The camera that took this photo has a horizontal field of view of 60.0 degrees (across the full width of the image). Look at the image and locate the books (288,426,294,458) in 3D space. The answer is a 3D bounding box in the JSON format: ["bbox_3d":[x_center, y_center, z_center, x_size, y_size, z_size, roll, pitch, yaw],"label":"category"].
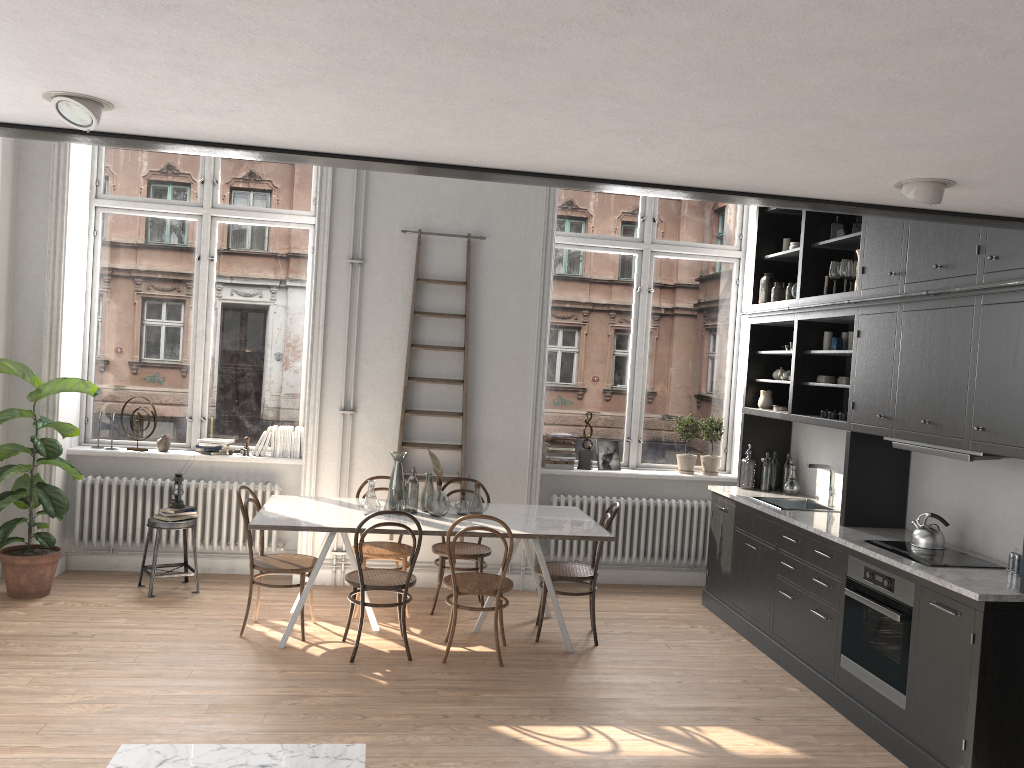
[{"bbox_3d":[-1.788,0.467,7.165,0.019,0.244,0.174,3,2,-8],"label":"books"}]

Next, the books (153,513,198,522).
[{"bbox_3d":[-2.471,0.970,6.518,0.194,0.034,0.246,4,2,32],"label":"books"}]

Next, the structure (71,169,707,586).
[{"bbox_3d":[-0.668,-0.634,7.035,5.182,4.475,0.340,3,2,-8],"label":"structure"}]

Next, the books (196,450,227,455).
[{"bbox_3d":[-2.395,0.542,7.071,0.221,0.023,0.147,5,2,41],"label":"books"}]

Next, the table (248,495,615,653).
[{"bbox_3d":[-0.551,1.252,5.877,2.200,0.780,1.100,3,2,-8],"label":"table"}]

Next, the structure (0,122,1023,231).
[{"bbox_3d":[0.166,-1.254,1.037,5.927,1.213,4.156,3,1,-8],"label":"structure"}]

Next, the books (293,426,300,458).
[{"bbox_3d":[-1.747,0.469,7.194,0.024,0.243,0.175,3,2,-8],"label":"books"}]

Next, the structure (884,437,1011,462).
[{"bbox_3d":[2.356,0.315,4.654,0.379,0.123,0.843,3,1,-8],"label":"structure"}]

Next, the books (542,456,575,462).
[{"bbox_3d":[0.387,0.629,7.461,0.249,0.023,0.175,3,1,-8],"label":"books"}]

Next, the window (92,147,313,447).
[{"bbox_3d":[-2.481,-0.926,7.174,1.622,2.844,0.013,3,2,-8],"label":"window"}]

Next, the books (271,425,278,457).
[{"bbox_3d":[-1.922,0.459,7.168,0.024,0.243,0.175,3,2,-8],"label":"books"}]

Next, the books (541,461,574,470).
[{"bbox_3d":[0.381,0.685,7.464,0.248,0.043,0.192,3,1,-8],"label":"books"}]

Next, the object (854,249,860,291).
[{"bbox_3d":[2.162,-0.697,5.474,0.094,0.267,0.116,5,2,34],"label":"object"}]

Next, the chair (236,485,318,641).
[{"bbox_3d":[-1.507,1.128,5.711,0.549,0.921,0.437,4,2,0],"label":"chair"}]

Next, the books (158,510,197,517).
[{"bbox_3d":[-2.458,0.944,6.522,0.232,0.029,0.162,2,2,-37],"label":"books"}]

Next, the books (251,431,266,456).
[{"bbox_3d":[-2.032,0.475,7.135,0.105,0.194,0.155,3,2,-9],"label":"books"}]

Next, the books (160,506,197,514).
[{"bbox_3d":[-2.455,0.922,6.522,0.147,0.027,0.221,4,2,24],"label":"books"}]

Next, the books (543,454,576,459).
[{"bbox_3d":[0.396,0.610,7.477,0.255,0.014,0.192,3,1,-5],"label":"books"}]

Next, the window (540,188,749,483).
[{"bbox_3d":[7.192,-4.790,11.430,14.386,15.940,26.389,3,2,-8],"label":"window"}]

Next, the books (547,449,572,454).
[{"bbox_3d":[0.403,0.565,7.473,0.205,0.022,0.155,4,1,6],"label":"books"}]

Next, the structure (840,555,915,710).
[{"bbox_3d":[2.161,1.284,4.659,0.618,0.623,0.622,3,2,-8],"label":"structure"}]

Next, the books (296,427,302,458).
[{"bbox_3d":[-1.719,0.471,7.178,0.024,0.243,0.175,3,2,-8],"label":"books"}]

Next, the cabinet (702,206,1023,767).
[{"bbox_3d":[2.134,0.027,5.400,0.635,3.584,3.249,3,2,-8],"label":"cabinet"}]

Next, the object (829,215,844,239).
[{"bbox_3d":[2.219,-1.051,6.055,0.084,0.199,0.065,4,2,14],"label":"object"}]

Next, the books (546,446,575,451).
[{"bbox_3d":[0.407,0.541,7.478,0.222,0.024,0.158,3,1,-8],"label":"books"}]

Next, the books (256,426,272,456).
[{"bbox_3d":[-1.991,0.458,7.136,0.100,0.235,0.174,3,2,-8],"label":"books"}]

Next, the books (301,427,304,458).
[{"bbox_3d":[-1.687,0.473,7.180,0.040,0.244,0.174,3,2,-8],"label":"books"}]

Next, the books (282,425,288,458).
[{"bbox_3d":[-1.833,0.464,7.176,0.019,0.244,0.174,3,2,-8],"label":"books"}]

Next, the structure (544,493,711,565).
[{"bbox_3d":[1.034,1.221,7.433,1.577,0.552,0.194,3,2,-8],"label":"structure"}]

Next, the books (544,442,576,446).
[{"bbox_3d":[0.401,0.499,7.471,0.244,0.019,0.174,3,1,-8],"label":"books"}]

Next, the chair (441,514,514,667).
[{"bbox_3d":[-0.210,1.214,5.451,0.438,0.921,0.549,4,2,3],"label":"chair"}]

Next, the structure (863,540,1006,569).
[{"bbox_3d":[2.193,0.890,4.648,0.427,0.011,0.592,3,1,-8],"label":"structure"}]

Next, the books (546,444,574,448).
[{"bbox_3d":[0.405,0.520,7.471,0.205,0.022,0.155,3,1,-13],"label":"books"}]

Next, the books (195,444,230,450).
[{"bbox_3d":[-2.383,0.499,7.066,0.221,0.023,0.147,4,1,8],"label":"books"}]

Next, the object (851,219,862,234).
[{"bbox_3d":[2.336,-1.031,6.012,0.065,0.177,0.084,4,2,14],"label":"object"}]

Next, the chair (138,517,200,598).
[{"bbox_3d":[-2.500,1.244,6.492,0.364,0.523,0.360,2,2,-35],"label":"chair"}]

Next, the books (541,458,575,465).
[{"bbox_3d":[0.385,0.652,7.462,0.249,0.023,0.175,3,1,-13],"label":"books"}]

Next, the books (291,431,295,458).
[{"bbox_3d":[-1.767,0.487,7.170,0.020,0.205,0.155,3,2,-8],"label":"books"}]

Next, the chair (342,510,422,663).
[{"bbox_3d":[-0.793,1.179,5.402,0.438,0.921,0.549,3,2,-13],"label":"chair"}]

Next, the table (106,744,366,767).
[{"bbox_3d":[-0.903,1.498,2.764,0.849,0.392,0.849,3,2,-8],"label":"table"}]

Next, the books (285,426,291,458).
[{"bbox_3d":[-1.812,0.465,7.184,0.024,0.243,0.175,3,2,-8],"label":"books"}]

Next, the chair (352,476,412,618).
[{"bbox_3d":[-0.921,1.149,6.332,0.438,0.921,0.549,3,2,-10],"label":"chair"}]

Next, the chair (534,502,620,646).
[{"bbox_3d":[0.421,1.241,5.971,0.549,0.921,0.437,4,2,4],"label":"chair"}]

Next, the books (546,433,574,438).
[{"bbox_3d":[0.404,0.434,7.478,0.201,0.024,0.159,3,1,-18],"label":"books"}]

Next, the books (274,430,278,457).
[{"bbox_3d":[-1.895,0.479,7.152,0.020,0.205,0.155,3,2,-8],"label":"books"}]

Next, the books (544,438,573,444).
[{"bbox_3d":[0.395,0.477,7.469,0.231,0.023,0.162,4,1,7],"label":"books"}]

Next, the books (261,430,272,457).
[{"bbox_3d":[-1.968,0.476,7.141,0.072,0.203,0.155,3,2,-8],"label":"books"}]

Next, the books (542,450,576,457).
[{"bbox_3d":[0.396,0.589,7.478,0.245,0.028,0.193,3,1,-13],"label":"books"}]

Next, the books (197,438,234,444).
[{"bbox_3d":[-2.360,0.454,7.076,0.244,0.019,0.174,4,1,2],"label":"books"}]

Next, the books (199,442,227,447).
[{"bbox_3d":[-2.378,0.478,7.054,0.205,0.020,0.155,3,1,-18],"label":"books"}]

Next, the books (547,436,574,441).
[{"bbox_3d":[0.409,0.456,7.470,0.205,0.020,0.155,3,1,-8],"label":"books"}]

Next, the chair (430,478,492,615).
[{"bbox_3d":[-0.366,1.179,6.493,0.438,0.921,0.549,4,2,-1],"label":"chair"}]

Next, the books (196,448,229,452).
[{"bbox_3d":[-2.387,0.520,7.068,0.205,0.022,0.155,4,1,12],"label":"books"}]

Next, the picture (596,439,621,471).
[{"bbox_3d":[0.807,0.605,7.580,0.221,0.264,0.148,3,2,-25],"label":"picture"}]

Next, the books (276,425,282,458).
[{"bbox_3d":[-1.871,0.462,7.144,0.024,0.243,0.175,3,2,-8],"label":"books"}]

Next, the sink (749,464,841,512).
[{"bbox_3d":[2.004,0.807,6.186,0.514,0.505,0.526,3,2,-8],"label":"sink"}]

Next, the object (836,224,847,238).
[{"bbox_3d":[2.218,-1.011,5.967,0.041,0.125,0.053,2,2,-41],"label":"object"}]

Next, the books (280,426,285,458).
[{"bbox_3d":[-1.850,0.463,7.156,0.019,0.244,0.174,3,2,-8],"label":"books"}]
